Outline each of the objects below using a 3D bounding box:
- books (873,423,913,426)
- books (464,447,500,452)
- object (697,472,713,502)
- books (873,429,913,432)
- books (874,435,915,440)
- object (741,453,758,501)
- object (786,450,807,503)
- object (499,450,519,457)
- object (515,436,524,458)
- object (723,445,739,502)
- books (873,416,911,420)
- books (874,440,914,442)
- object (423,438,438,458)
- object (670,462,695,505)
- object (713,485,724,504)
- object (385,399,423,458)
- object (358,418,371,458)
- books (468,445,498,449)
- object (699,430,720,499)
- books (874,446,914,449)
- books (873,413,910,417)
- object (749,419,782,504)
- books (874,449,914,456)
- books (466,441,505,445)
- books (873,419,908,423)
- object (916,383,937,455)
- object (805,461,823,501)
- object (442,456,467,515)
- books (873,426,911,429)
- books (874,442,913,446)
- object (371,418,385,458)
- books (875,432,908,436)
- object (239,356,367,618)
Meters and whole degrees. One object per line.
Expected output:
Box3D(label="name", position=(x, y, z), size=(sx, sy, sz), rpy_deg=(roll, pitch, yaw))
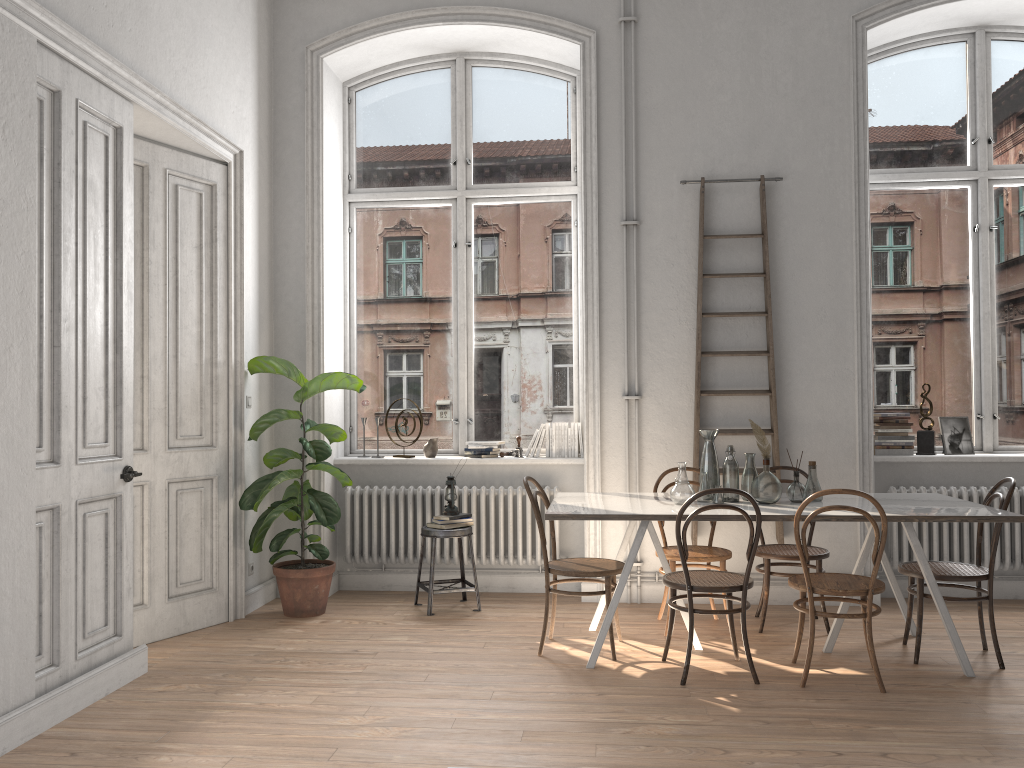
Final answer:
Box3D(label="books", position=(2.582, 0.274, 6.050), size=(0.244, 0.019, 0.174), rpy_deg=(-1, -2, 6))
Box3D(label="books", position=(-0.210, 0.467, 6.336), size=(0.221, 0.023, 0.147), rpy_deg=(-1, -2, 22))
Box3D(label="object", position=(1.036, 0.554, 4.770), size=(0.083, 0.158, 0.083), rpy_deg=(-1, -1, 2))
Box3D(label="books", position=(2.592, 0.317, 6.054), size=(0.222, 0.024, 0.158), rpy_deg=(-1, -2, 6))
Box3D(label="books", position=(2.584, 0.365, 6.053), size=(0.245, 0.028, 0.193), rpy_deg=(0, -2, 1))
Box3D(label="object", position=(1.294, 0.504, 4.817), size=(0.098, 0.255, 0.100), rpy_deg=(0, -1, -17))
Box3D(label="object", position=(1.511, 0.485, 4.712), size=(0.107, 0.283, 0.107), rpy_deg=(0, -1, 1))
Box3D(label="object", position=(-0.029, 0.497, 6.323), size=(0.153, 0.048, 0.088), rpy_deg=(1, -2, -44))
Box3D(label="object", position=(0.050, 0.443, 6.259), size=(0.048, 0.153, 0.088), rpy_deg=(0, -1, -24))
Box3D(label="object", position=(1.174, 0.480, 4.757), size=(0.086, 0.301, 0.086), rpy_deg=(0, -1, -8))
Box3D(label="books", position=(2.587, 0.231, 6.051), size=(0.205, 0.020, 0.155), rpy_deg=(-1, -2, 6))
Box3D(label="books", position=(2.585, 0.386, 6.051), size=(0.255, 0.014, 0.192), rpy_deg=(-1, -2, 9))
Box3D(label="object", position=(-0.583, 0.455, 6.361), size=(0.100, 0.142, 0.102), rpy_deg=(0, -1, -19))
Box3D(label="object", position=(0.895, 0.521, 4.657), size=(0.132, 0.219, 0.132), rpy_deg=(0, -1, -5))
Box3D(label="object", position=(1.086, 0.582, 4.669), size=(0.058, 0.094, 0.058), rpy_deg=(-1, -2, 34))
Box3D(label="object", position=(-0.776, 0.317, 6.388), size=(0.347, 0.425, 0.087), rpy_deg=(-2, -2, 38))
Box3D(label="object", position=(-1.077, 0.389, 6.455), size=(0.095, 0.289, 0.095), rpy_deg=(-1, -1, 37))
Box3D(label="books", position=(-0.210, 0.446, 6.325), size=(0.205, 0.020, 0.155), rpy_deg=(0, -2, -4))
Box3D(label="object", position=(1.087, 0.443, 4.880), size=(0.116, 0.383, 0.116), rpy_deg=(-1, -1, 17))
Box3D(label="books", position=(2.574, 0.428, 6.036), size=(0.249, 0.023, 0.175), rpy_deg=(-1, -2, 2))
Box3D(label="books", position=(2.582, 0.210, 6.061), size=(0.201, 0.024, 0.159), rpy_deg=(0, -2, -4))
Box3D(label="object", position=(1.334, 0.404, 4.653), size=(0.157, 0.446, 0.157), rpy_deg=(-1, -1, 24))
Box3D(label="books", position=(2.572, 0.460, 6.037), size=(0.248, 0.043, 0.192), rpy_deg=(-1, -2, 6))
Box3D(label="books", position=(-0.188, 0.421, 6.343), size=(0.244, 0.019, 0.174), rpy_deg=(-1, -2, 16))
Box3D(label="books", position=(2.574, 0.253, 6.052), size=(0.231, 0.023, 0.162), rpy_deg=(-1, -2, 22))
Box3D(label="object", position=(2.815, 0.236, 6.031), size=(0.122, 0.488, 0.102), rpy_deg=(-1, -1, 30))
Box3D(label="object", position=(1.619, 0.522, 4.776), size=(0.101, 0.211, 0.101), rpy_deg=(1, -2, -45))
Box3D(label="object", position=(-0.377, 0.665, 5.831), size=(0.163, 0.383, 0.154), rpy_deg=(0, -1, -20))
Box3D(label="books", position=(2.587, 0.295, 6.049), size=(0.205, 0.022, 0.155), rpy_deg=(0, -2, 1))
Box3D(label="books", position=(2.574, 0.405, 6.036), size=(0.249, 0.023, 0.175), rpy_deg=(-1, -2, 7))
Box3D(label="object", position=(-0.966, 0.387, 6.386), size=(0.095, 0.289, 0.095), rpy_deg=(-1, -1, 28))
Box3D(label="books", position=(2.588, 0.340, 6.048), size=(0.205, 0.022, 0.155), rpy_deg=(-1, -2, 20))
Box3D(label="object", position=(1.170, 0.500, 5.144), size=(5.827, 1.842, 0.792), rpy_deg=(-1, -1, 11))
